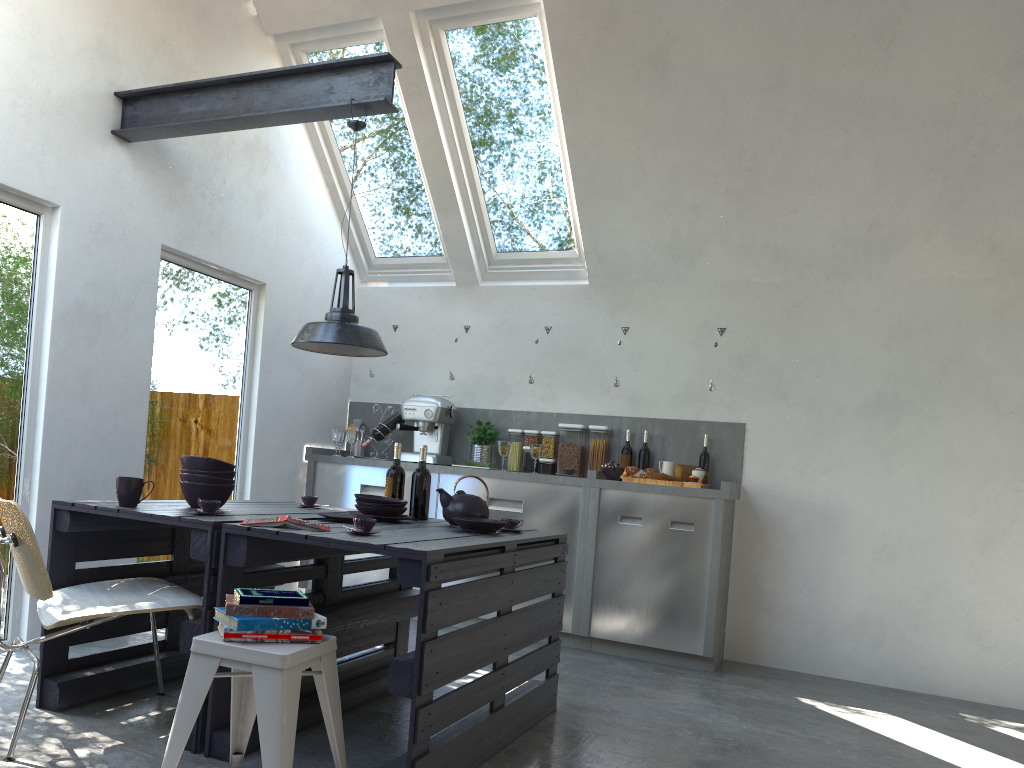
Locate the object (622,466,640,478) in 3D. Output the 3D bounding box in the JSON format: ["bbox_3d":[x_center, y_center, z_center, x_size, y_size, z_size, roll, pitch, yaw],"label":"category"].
[{"bbox_3d":[0.744,0.546,5.406,0.114,0.076,0.124,7,-4,-24],"label":"object"}]

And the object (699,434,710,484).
[{"bbox_3d":[1.203,0.488,5.472,0.065,0.344,0.059,5,0,27],"label":"object"}]

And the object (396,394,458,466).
[{"bbox_3d":[-0.601,0.311,6.114,0.374,0.499,0.411,4,-3,23],"label":"object"}]

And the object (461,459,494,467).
[{"bbox_3d":[-0.262,0.526,5.784,0.293,0.053,0.134,1,-7,39],"label":"object"}]

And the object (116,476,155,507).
[{"bbox_3d":[-1.440,0.411,3.319,0.134,0.109,0.098,4,-3,15],"label":"object"}]

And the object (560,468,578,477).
[{"bbox_3d":[0.358,0.554,5.464,0.123,0.056,0.110,1,-6,38],"label":"object"}]

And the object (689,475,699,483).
[{"bbox_3d":[1.065,0.558,5.125,0.060,0.046,0.058,4,-4,8],"label":"object"}]

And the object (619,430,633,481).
[{"bbox_3d":[0.747,0.469,5.688,0.075,0.344,0.070,5,0,17],"label":"object"}]

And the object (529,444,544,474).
[{"bbox_3d":[0.153,0.487,5.675,0.101,0.191,0.096,5,-1,12],"label":"object"}]

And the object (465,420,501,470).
[{"bbox_3d":[-0.211,0.416,6.035,0.238,0.341,0.261,6,-2,-24],"label":"object"}]

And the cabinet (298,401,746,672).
[{"bbox_3d":[-0.047,0.891,5.818,2.982,1.476,0.544,3,-2,25],"label":"cabinet"}]

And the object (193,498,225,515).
[{"bbox_3d":[-1.128,0.459,3.262,0.119,0.056,0.114,4,-5,11],"label":"object"}]

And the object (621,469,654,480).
[{"bbox_3d":[0.787,0.554,5.396,0.208,0.059,0.190,0,-7,43],"label":"object"}]

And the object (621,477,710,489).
[{"bbox_3d":[0.923,0.597,5.267,0.492,0.028,0.295,2,-6,24],"label":"object"}]

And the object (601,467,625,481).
[{"bbox_3d":[0.611,0.550,5.328,0.142,0.079,0.152,6,-5,-19],"label":"object"}]

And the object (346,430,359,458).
[{"bbox_3d":[-1.141,0.427,6.215,0.093,0.191,0.104,6,-2,-44],"label":"object"}]

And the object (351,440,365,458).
[{"bbox_3d":[-1.147,0.484,6.503,0.102,0.132,0.111,6,-3,-26],"label":"object"}]

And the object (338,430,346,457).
[{"bbox_3d":[-1.245,0.429,6.332,0.097,0.191,0.099,5,-1,-6],"label":"object"}]

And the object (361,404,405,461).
[{"bbox_3d":[-0.957,0.345,6.272,0.314,0.393,0.247,7,-2,-38],"label":"object"}]

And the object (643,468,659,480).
[{"bbox_3d":[0.860,0.558,5.422,0.114,0.077,0.124,7,-4,-24],"label":"object"}]

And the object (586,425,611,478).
[{"bbox_3d":[0.568,0.456,5.767,0.133,0.354,0.122,5,-1,23],"label":"object"}]

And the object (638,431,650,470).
[{"bbox_3d":[0.853,0.473,5.638,0.076,0.344,0.069,5,0,27],"label":"object"}]

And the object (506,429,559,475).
[{"bbox_3d":[0.138,0.465,5.948,0.357,0.294,0.101,3,-1,25],"label":"object"}]

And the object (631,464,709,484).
[{"bbox_3d":[0.945,0.530,5.273,0.450,0.112,0.128,5,-3,-4],"label":"object"}]

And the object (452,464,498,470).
[{"bbox_3d":[-0.244,0.550,5.776,0.273,0.012,0.174,3,-6,22],"label":"object"}]

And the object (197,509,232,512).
[{"bbox_3d":[-1.125,0.481,3.303,0.126,0.013,0.029,8,-6,-29],"label":"object"}]

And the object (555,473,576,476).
[{"bbox_3d":[0.334,0.566,5.432,0.132,0.013,0.028,5,-5,0],"label":"object"}]

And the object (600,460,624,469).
[{"bbox_3d":[0.615,0.500,5.328,0.163,0.095,0.139,4,-4,9],"label":"object"}]

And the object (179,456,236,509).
[{"bbox_3d":[-1.250,0.405,3.585,0.202,0.214,0.205,4,-3,24],"label":"object"}]

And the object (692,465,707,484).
[{"bbox_3d":[1.101,0.528,5.172,0.070,0.120,0.076,6,-2,-22],"label":"object"}]

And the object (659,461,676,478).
[{"bbox_3d":[0.956,0.536,5.370,0.086,0.119,0.085,3,-3,45],"label":"object"}]

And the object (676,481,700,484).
[{"bbox_3d":[1.013,0.574,5.114,0.019,0.003,0.206,10,-8,-43],"label":"object"}]

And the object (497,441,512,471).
[{"bbox_3d":[-0.055,0.463,5.624,0.095,0.191,0.102,5,-1,-18],"label":"object"}]

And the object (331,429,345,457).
[{"bbox_3d":[-1.240,0.416,6.189,0.102,0.191,0.095,5,-1,17],"label":"object"}]

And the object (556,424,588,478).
[{"bbox_3d":[0.396,0.449,5.845,0.183,0.354,0.122,4,-1,23],"label":"object"}]
